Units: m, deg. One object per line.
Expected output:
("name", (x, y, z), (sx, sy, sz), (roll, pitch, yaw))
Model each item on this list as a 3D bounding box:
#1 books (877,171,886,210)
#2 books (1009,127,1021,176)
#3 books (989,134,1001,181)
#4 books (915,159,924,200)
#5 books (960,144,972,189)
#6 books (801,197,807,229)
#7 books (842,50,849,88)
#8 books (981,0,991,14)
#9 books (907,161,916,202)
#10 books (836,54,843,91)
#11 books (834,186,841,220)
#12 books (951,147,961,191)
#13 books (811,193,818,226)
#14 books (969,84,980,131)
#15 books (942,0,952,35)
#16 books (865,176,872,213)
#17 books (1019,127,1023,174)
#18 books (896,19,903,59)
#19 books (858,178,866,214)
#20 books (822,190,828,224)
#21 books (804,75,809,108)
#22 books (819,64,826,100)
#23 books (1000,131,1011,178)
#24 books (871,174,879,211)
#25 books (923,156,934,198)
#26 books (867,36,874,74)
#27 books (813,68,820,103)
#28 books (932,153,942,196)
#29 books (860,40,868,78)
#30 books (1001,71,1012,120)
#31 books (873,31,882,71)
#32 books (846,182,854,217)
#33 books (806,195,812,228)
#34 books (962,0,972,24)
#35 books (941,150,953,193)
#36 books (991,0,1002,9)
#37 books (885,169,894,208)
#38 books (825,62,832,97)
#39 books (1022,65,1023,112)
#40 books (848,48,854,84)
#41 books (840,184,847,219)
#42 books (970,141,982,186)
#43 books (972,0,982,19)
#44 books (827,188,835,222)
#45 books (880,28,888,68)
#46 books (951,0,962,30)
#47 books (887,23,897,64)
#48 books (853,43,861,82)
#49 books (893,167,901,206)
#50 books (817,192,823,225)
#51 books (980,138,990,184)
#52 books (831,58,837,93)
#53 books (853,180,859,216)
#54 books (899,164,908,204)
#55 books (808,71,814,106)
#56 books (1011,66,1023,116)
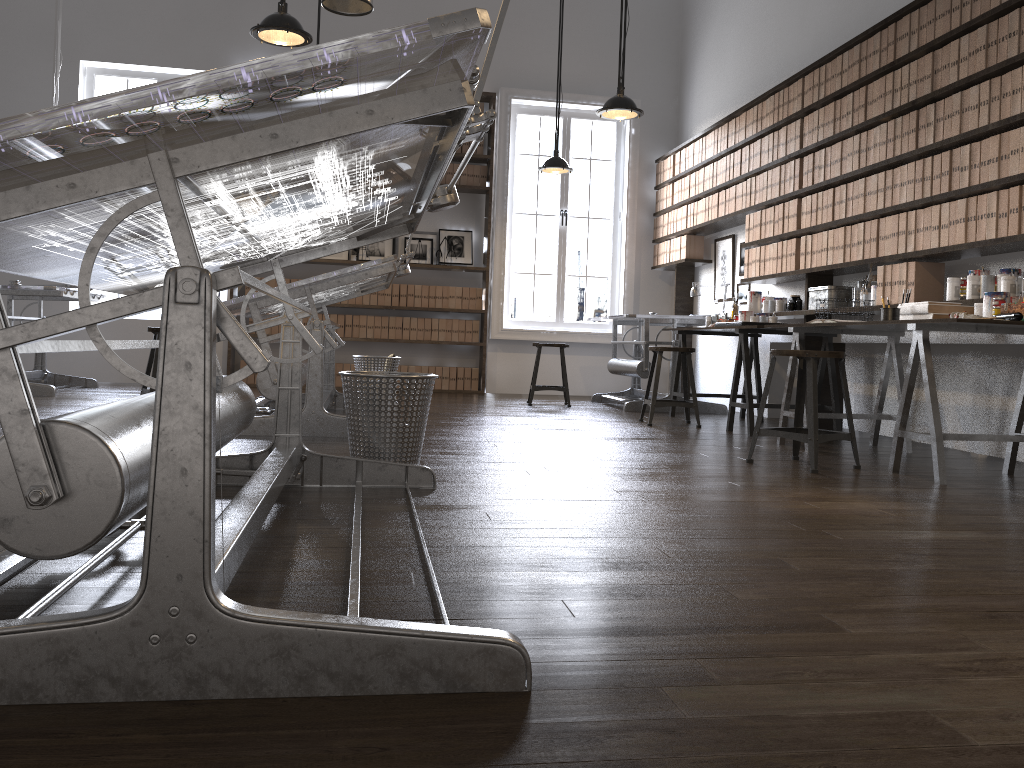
("books", (2.190, -1.094, 5.067), (0.174, 0.226, 0.067), (2, 0, -9))
("books", (2.365, -1.042, 4.029), (0.174, 0.225, 0.067), (2, 0, -9))
("books", (2.340, -1.048, 4.156), (0.174, 0.226, 0.067), (2, 0, -9))
("books", (2.247, -1.076, 4.717), (0.174, 0.226, 0.067), (2, 0, -9))
("books", (2.308, -1.058, 4.363), (0.174, 0.226, 0.067), (2, 0, -9))
("books", (2.044, -1.139, 5.960), (0.174, 0.226, 0.067), (2, 0, -9))
("books", (2.152, -1.945, 5.504), (0.174, 0.225, 0.067), (2, 0, -9))
("books", (2.360, -1.882, 4.262), (0.174, 0.226, 0.067), (2, 0, -9))
("books", (2.235, -1.080, 4.788), (0.174, 0.226, 0.067), (2, 0, -9))
("books", (2.138, -1.948, 5.575), (0.174, 0.226, 0.067), (2, 0, -9))
("books", (2.116, -1.118, 5.544), (0.174, 0.226, 0.067), (2, 0, -9))
("books", (2.301, -1.062, 4.434), (0.174, 0.226, 0.067), (2, 0, -9))
("books", (2.064, -1.132, 5.817), (0.174, 0.226, 0.067), (2, 0, -9))
("books", (2.328, -1.333, 4.312), (0.174, 0.225, 0.067), (2, 0, -9))
("books", (2.308, -1.896, 4.542), (0.174, 0.226, 0.067), (2, 0, -9))
("books", (2.171, -1.101, 5.201), (0.174, 0.225, 0.067), (2, 0, -9))
("books", (2.374, -1.038, 3.963), (0.174, 0.226, 0.067), (2, 0, -9))
("books", (2.247, -1.917, 4.953), (0.174, 0.225, 0.067), (2, 0, -9))
("books", (2.156, -1.104, 5.266), (0.174, 0.226, 0.067), (2, 0, -9))
("books", (2.092, -1.125, 5.691), (0.174, 0.225, 0.067), (2, 0, -9))
("books", (2.073, -1.969, 5.988), (0.174, 0.225, 0.067), (2, 0, -9))
("books", (2.106, -1.959, 5.783), (0.174, 0.226, 0.067), (2, 0, -9))
("books", (2.356, -1.045, 4.091), (0.174, 0.225, 0.067), (2, 0, -9))
("books", (2.180, -1.097, 5.139), (0.174, 0.225, 0.067), (2, 0, -9))
("books", (2.262, -1.073, 4.655), (0.174, 0.225, 0.067), (2, 0, -9))
("books", (2.199, -1.931, 5.240), (0.174, 0.226, 0.067), (2, 0, -9))
("books", (2.090, -1.962, 5.854), (0.174, 0.226, 0.067), (2, 0, -9))
("books", (2.276, -1.069, 4.581), (0.174, 0.225, 0.067), (2, 0, -9))
("books", (2.187, -1.935, 5.310), (0.174, 0.226, 0.067), (2, 0, -9))
("books", (2.367, -1.322, 4.103), (0.174, 0.226, 0.067), (2, 0, -9))
("books", (2.206, -1.928, 5.170), (0.174, 0.226, 0.067), (2, 0, -9))
("books", (2.139, -1.111, 5.404), (0.174, 0.226, 0.067), (2, 0, -9))
("books", (2.052, -1.135, 5.888), (0.174, 0.226, 0.067), (2, 0, -9))
("books", (2.335, -1.889, 4.400), (0.174, 0.226, 0.067), (2, 0, -9))
("books", (2.283, -1.066, 4.507), (0.174, 0.226, 0.067), (2, 0, -9))
("books", (2.368, -1.879, 4.193), (0.174, 0.226, 0.067), (2, 0, -9))
("books", (2.206, -1.090, 4.998), (0.174, 0.226, 0.067), (2, 0, -9))
("books", (2.121, -1.955, 5.715), (0.174, 0.226, 0.067), (2, 0, -9))
("books", (2.383, -1.315, 3.962), (0.174, 0.226, 0.067), (2, 0, -9))
("books", (2.164, -1.942, 5.442), (0.174, 0.225, 0.067), (2, 0, -9))
("books", (2.123, -1.114, 5.473), (0.174, 0.226, 0.067), (2, 0, -9))
("books", (2.323, -1.055, 4.294), (0.174, 0.226, 0.067), (2, 0, -9))
("books", (2.351, -1.885, 4.332), (0.174, 0.226, 0.067), (2, 0, -9))
("books", (2.099, -1.122, 5.617), (0.174, 0.226, 0.067), (2, 0, -9))
("books", (2.222, -1.924, 5.100), (0.174, 0.226, 0.067), (2, 0, -9))
("books", (2.320, -1.893, 4.471), (0.174, 0.226, 0.067), (2, 0, -9))
("books", (2.229, -1.921, 5.026), (0.174, 0.226, 0.067), (2, 0, -9))
("books", (2.170, -1.938, 5.376), (0.174, 0.226, 0.067), (2, 0, -9))
("books", (2.219, -1.087, 4.930), (0.174, 0.226, 0.067), (2, 0, -9))
("books", (2.079, -1.129, 5.755), (0.174, 0.225, 0.067), (2, 0, -9))
("books", (2.335, -1.051, 4.224), (0.174, 0.226, 0.067), (2, 0, -9))
("books", (2.131, -1.952, 5.645), (0.174, 0.226, 0.067), (2, 0, -9))
("books", (2.151, -1.107, 5.334), (0.174, 0.226, 0.067), (2, 0, -9))
("books", (2.226, -1.083, 4.860), (0.174, 0.226, 0.067), (2, 0, -9))
("books", (2.079, -1.966, 5.925), (0.174, 0.226, 0.067), (2, 0, -9))
("books", (2.375, -1.319, 4.034), (0.174, 0.226, 0.067), (2, 0, -9))
